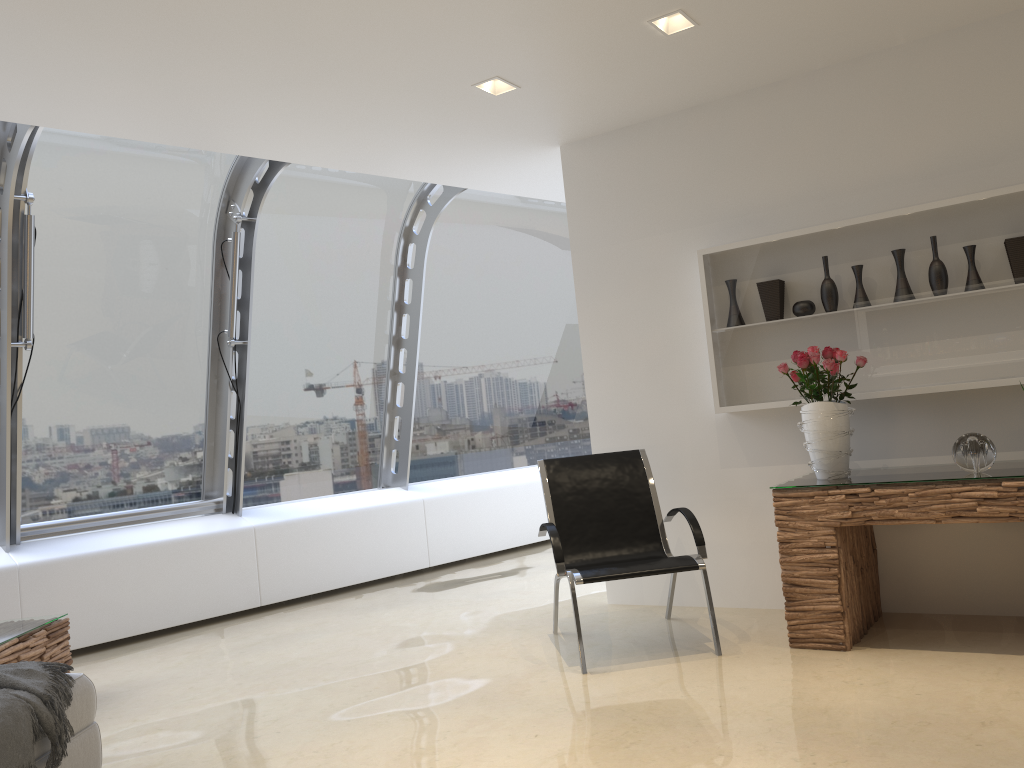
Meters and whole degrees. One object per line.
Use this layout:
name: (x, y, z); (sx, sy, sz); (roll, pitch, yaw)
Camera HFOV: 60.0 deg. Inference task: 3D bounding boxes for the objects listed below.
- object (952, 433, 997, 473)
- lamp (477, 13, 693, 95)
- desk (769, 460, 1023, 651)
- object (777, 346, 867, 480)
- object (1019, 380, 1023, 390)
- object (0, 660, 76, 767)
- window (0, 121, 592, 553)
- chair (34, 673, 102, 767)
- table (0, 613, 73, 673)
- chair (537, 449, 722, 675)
object: (2.025, 0.302, 3.886); (0.175, 0.179, 0.174); (-5, -3, -24)
lamp: (3.604, -2.020, 2.050); (9.775, 0.004, 9.928); (-8, -3, 34)
desk: (2.041, 0.780, 4.079); (1.436, 0.762, 0.793); (-8, -3, 33)
object: (1.533, 0.135, 4.338); (0.350, 0.654, 0.327); (-4, -3, -37)
object: (2.268, 0.123, 3.805); (0.129, 0.476, 0.129); (-5, -3, -6)
object: (-1.962, 1.133, 2.931); (1.024, 0.359, 0.825); (-6, -3, 2)
window: (5.005, -0.620, 3.464); (16.693, 3.674, 16.171); (-8, -3, 39)
chair: (-2.605, 1.221, 2.808); (2.068, 0.690, 1.176); (-6, -3, 4)
table: (-2.711, 1.431, 4.122); (0.923, 0.436, 1.007); (-6, -3, -1)
chair: (0.551, 0.858, 4.577); (0.752, 0.972, 0.943); (-5, -3, -7)
